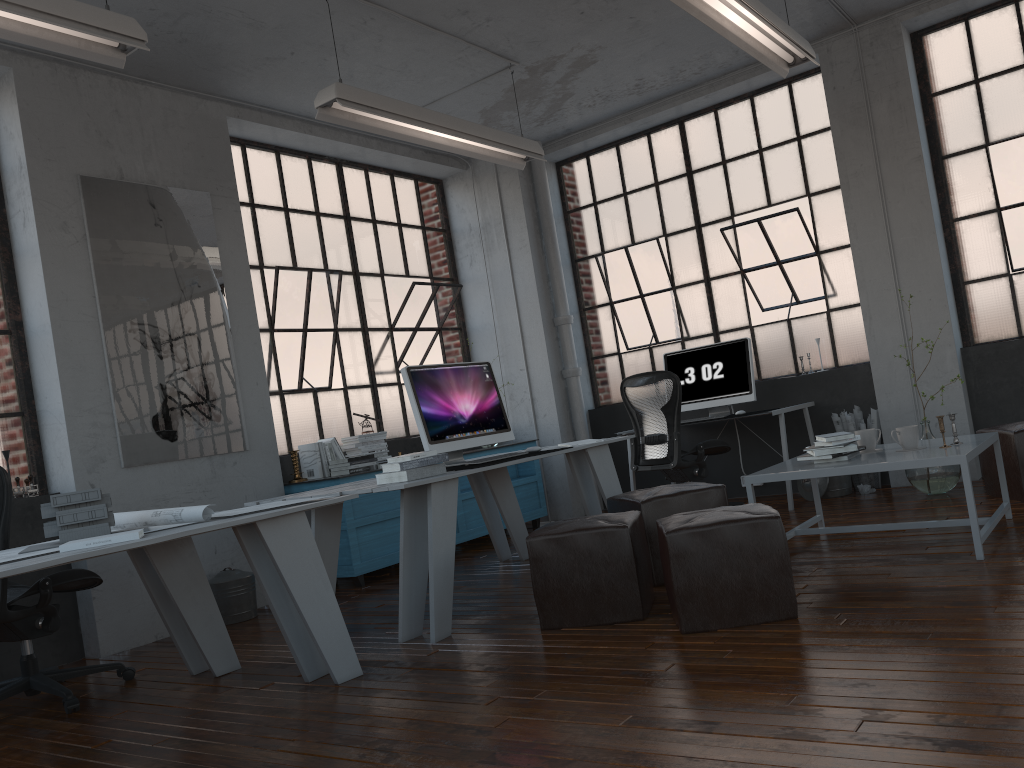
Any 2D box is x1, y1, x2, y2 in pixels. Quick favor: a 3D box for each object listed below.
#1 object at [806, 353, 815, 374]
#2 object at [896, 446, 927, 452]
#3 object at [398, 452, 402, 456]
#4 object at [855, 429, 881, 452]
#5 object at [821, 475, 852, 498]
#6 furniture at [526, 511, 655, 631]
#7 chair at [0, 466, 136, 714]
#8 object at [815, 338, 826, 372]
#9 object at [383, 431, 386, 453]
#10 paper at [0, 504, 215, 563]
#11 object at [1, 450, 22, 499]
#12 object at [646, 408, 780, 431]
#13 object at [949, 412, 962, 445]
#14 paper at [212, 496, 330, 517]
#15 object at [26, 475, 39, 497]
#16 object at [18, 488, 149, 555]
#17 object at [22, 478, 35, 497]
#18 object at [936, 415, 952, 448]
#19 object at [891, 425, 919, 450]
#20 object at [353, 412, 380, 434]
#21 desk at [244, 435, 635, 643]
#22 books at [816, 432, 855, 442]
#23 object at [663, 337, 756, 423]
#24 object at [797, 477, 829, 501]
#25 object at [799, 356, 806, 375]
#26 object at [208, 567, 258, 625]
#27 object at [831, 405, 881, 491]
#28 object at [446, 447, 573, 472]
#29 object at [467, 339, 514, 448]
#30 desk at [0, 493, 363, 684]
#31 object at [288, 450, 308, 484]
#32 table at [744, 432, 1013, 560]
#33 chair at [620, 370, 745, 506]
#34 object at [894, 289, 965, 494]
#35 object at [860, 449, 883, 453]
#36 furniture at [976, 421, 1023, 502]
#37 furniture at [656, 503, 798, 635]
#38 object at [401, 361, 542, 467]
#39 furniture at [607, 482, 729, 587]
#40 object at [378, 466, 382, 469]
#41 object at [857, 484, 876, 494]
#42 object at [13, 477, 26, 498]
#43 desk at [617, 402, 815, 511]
[{"bbox_3d":[2.300,-0.159,6.844,0.065,0.160,0.066,-9,-1,-23],"label":"object"},{"bbox_3d":[1.934,0.315,4.296,0.137,0.003,0.138,-7,-3,-33],"label":"object"},{"bbox_3d":[-0.821,0.544,6.525,0.088,0.084,0.088,-11,-2,40],"label":"object"},{"bbox_3d":[1.825,0.289,4.549,0.101,0.109,0.129,-11,-3,44],"label":"object"},{"bbox_3d":[2.301,0.657,6.408,0.290,0.293,0.291,-9,-2,-7],"label":"object"},{"bbox_3d":[0.353,0.803,3.864,0.481,0.439,0.479,-10,-2,14],"label":"furniture"},{"bbox_3d":[-2.193,0.864,3.866,0.770,1.085,0.792,-9,-2,5],"label":"chair"},{"bbox_3d":[2.361,-0.223,6.791,0.084,0.256,0.084,-8,-1,-32],"label":"object"},{"bbox_3d":[-0.956,0.484,6.640,0.084,0.256,0.084,-9,-1,13],"label":"object"},{"bbox_3d":[-1.721,0.557,3.181,0.978,0.105,1.073,-11,-3,36],"label":"paper"},{"bbox_3d":[-2.625,0.476,4.629,0.085,0.259,0.085,-9,-1,-1],"label":"object"},{"bbox_3d":[1.483,0.266,6.633,0.850,0.008,0.686,-11,-3,37],"label":"object"},{"bbox_3d":[2.101,0.210,4.213,0.055,0.153,0.055,-9,-1,12],"label":"object"},{"bbox_3d":[-1.016,0.493,3.532,0.428,0.001,0.486,-7,-4,-44],"label":"paper"},{"bbox_3d":[-2.537,0.537,4.681,0.058,0.117,0.032,-8,-2,-40],"label":"object"},{"bbox_3d":[-1.581,0.485,3.276,0.415,0.182,0.390,-8,-3,-24],"label":"object"},{"bbox_3d":[-2.586,0.555,4.736,0.058,0.102,0.032,-9,-1,-19],"label":"object"},{"bbox_3d":[2.012,0.223,4.142,0.052,0.148,0.053,-9,-1,-14],"label":"object"},{"bbox_3d":[1.910,0.263,4.281,0.101,0.109,0.129,-11,-3,44],"label":"object"},{"bbox_3d":[-1.047,0.273,6.408,0.177,0.161,0.092,-9,-1,4],"label":"object"},{"bbox_3d":[-0.226,0.791,4.860,1.077,0.704,2.074,-11,-3,36],"label":"desk"},{"bbox_3d":[1.589,0.260,4.365,0.141,0.026,0.202,-9,-3,6],"label":"books"},{"bbox_3d":[1.442,-0.014,6.639,0.716,0.552,0.376,-11,-2,37],"label":"object"},{"bbox_3d":[2.132,0.691,6.311,0.107,0.280,0.294,-8,-2,-29],"label":"object"},{"bbox_3d":[2.240,-0.146,6.840,0.055,0.153,0.055,-9,-1,-5],"label":"object"},{"bbox_3d":[-1.638,1.225,5.178,0.292,0.307,0.293,-8,-2,-26],"label":"object"},{"bbox_3d":[2.555,0.455,6.462,0.293,0.627,0.275,-9,-1,-12],"label":"object"},{"bbox_3d":[-0.169,0.423,4.748,0.689,0.008,0.847,-11,-3,37],"label":"object"},{"bbox_3d":[-0.167,0.051,7.408,0.434,0.939,0.231,-10,-1,17],"label":"object"},{"bbox_3d":[-1.572,0.915,2.977,1.067,0.697,2.053,-11,-3,36],"label":"desk"},{"bbox_3d":[-1.451,0.543,5.946,0.132,0.236,0.132,-9,-1,2],"label":"object"},{"bbox_3d":[1.831,0.563,4.388,0.974,0.444,0.990,-11,-3,36],"label":"table"},{"bbox_3d":[1.162,0.438,6.246,0.772,1.085,0.791,-10,-2,40],"label":"chair"},{"bbox_3d":[2.656,0.022,5.548,0.330,1.339,0.620,-9,-1,-18],"label":"object"},{"bbox_3d":[1.827,0.343,4.539,0.137,0.003,0.138,-7,-3,-33],"label":"object"},{"bbox_3d":[3.044,0.438,5.112,0.503,0.460,0.503,-9,-2,3],"label":"furniture"},{"bbox_3d":[0.830,0.712,3.486,0.471,0.431,0.471,-9,-2,4],"label":"furniture"},{"bbox_3d":[-0.215,0.144,4.756,0.378,0.552,0.713,-10,-2,37],"label":"object"},{"bbox_3d":[0.803,0.750,4.500,0.502,0.460,0.504,-9,-2,-16],"label":"furniture"},{"bbox_3d":[-0.901,0.577,6.201,0.187,0.014,0.252,-11,-3,36],"label":"object"},{"bbox_3d":[2.489,0.745,6.238,0.125,0.107,0.096,-9,-2,-13],"label":"object"},{"bbox_3d":[-2.606,0.548,4.682,0.058,0.117,0.032,-9,-1,-3],"label":"object"},{"bbox_3d":[1.581,0.593,6.686,1.229,0.688,0.931,-11,-3,36],"label":"desk"}]
